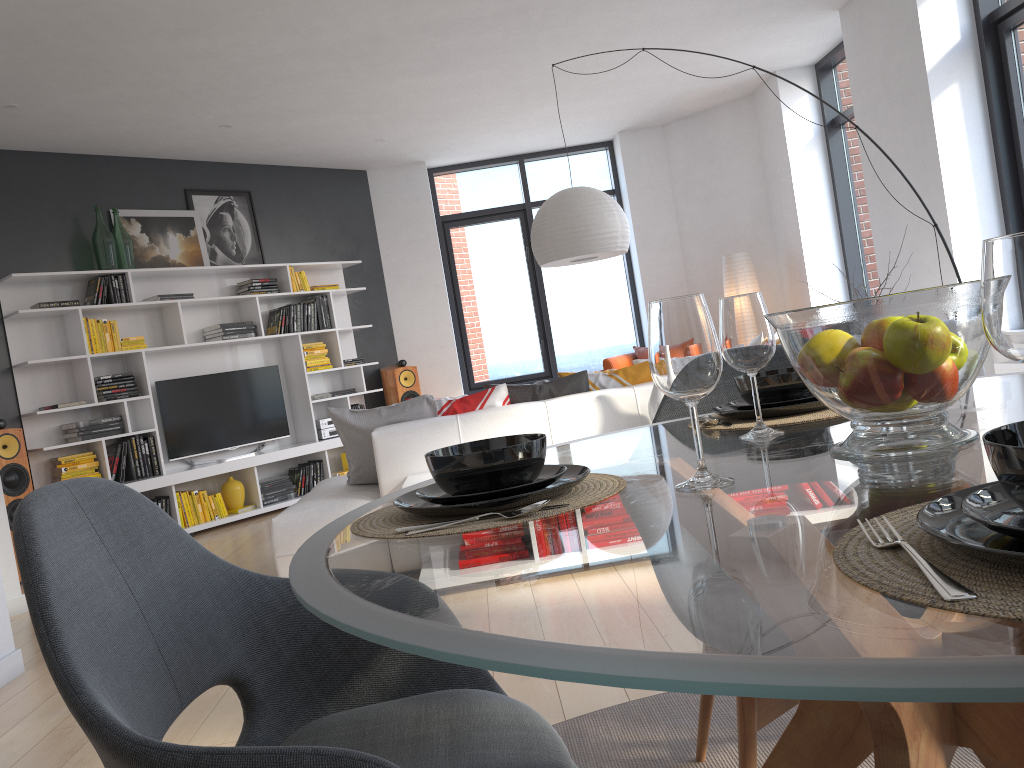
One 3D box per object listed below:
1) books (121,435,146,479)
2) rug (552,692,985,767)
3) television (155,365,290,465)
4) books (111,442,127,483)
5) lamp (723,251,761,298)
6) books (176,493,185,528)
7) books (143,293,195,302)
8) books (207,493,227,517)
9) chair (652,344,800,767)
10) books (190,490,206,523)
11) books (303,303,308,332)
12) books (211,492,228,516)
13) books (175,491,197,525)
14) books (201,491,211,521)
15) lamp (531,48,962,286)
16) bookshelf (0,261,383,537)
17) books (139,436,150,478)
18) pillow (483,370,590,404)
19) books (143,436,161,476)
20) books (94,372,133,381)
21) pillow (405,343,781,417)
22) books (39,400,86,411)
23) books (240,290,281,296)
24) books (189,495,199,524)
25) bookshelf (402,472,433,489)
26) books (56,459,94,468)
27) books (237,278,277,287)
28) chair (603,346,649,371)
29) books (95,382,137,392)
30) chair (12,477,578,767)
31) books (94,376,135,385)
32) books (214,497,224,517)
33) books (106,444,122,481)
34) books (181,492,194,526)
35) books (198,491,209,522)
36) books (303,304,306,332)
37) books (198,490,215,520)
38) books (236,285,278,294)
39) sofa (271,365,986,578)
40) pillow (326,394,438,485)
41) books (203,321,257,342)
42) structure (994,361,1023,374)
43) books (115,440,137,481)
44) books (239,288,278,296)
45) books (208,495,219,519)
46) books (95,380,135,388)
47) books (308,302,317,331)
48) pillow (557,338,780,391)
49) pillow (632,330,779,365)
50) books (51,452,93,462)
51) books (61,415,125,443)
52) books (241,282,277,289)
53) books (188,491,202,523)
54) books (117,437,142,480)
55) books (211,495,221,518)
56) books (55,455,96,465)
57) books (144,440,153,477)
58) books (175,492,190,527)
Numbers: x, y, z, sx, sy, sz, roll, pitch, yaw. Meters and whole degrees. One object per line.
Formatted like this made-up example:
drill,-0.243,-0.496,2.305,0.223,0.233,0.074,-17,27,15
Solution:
books,-2.838,0.550,6.651,0.237,0.326,0.026,-8,2,43
rug,0.599,0.834,1.125,2.499,0.010,2.499,-10,2,-29
television,-2.342,0.257,7.272,0.207,0.704,1.102,-8,2,43
books,-2.914,0.584,6.549,0.210,0.289,0.100,-8,2,42
lamp,2.284,-0.441,7.977,0.502,1.550,0.804,-11,2,-42
books,-2.551,0.956,6.688,0.204,0.270,0.029,-8,2,43
books,-2.699,-0.663,6.964,0.250,0.047,0.310,-8,2,38
books,-2.312,0.948,6.953,0.148,0.193,0.067,-8,3,44
chair,0.568,0.370,1.730,0.655,0.891,0.619,-9,2,4
books,-2.453,0.945,6.828,0.185,0.252,0.055,-8,2,41
books,-1.869,-0.574,7.827,0.192,0.254,0.075,-8,2,42
books,-2.303,0.945,6.976,0.149,0.193,0.046,-8,2,43
books,-2.499,0.947,6.782,0.202,0.267,0.038,-8,2,43
books,-2.415,0.945,6.869,0.171,0.235,0.043,-8,2,41
lamp,1.558,-0.774,4.697,3.199,2.647,0.710,-8,2,34
bookshelf,-2.285,0.074,7.198,0.455,2.052,3.000,-8,2,43
books,-2.817,0.552,6.673,0.239,0.315,0.034,-8,2,43
pillow,0.924,0.032,4.556,2.120,0.436,0.608,-9,2,-7
books,-2.763,0.550,6.723,0.230,0.297,0.051,-8,2,43
books,-2.966,-0.051,6.576,0.246,0.026,0.180,-11,2,-40
pillow,0.606,0.111,4.535,2.250,0.449,0.575,-9,2,-5
books,-3.191,0.157,6.301,0.266,0.030,0.209,-8,2,36
books,-2.156,-0.761,7.570,0.284,0.030,0.214,-11,3,-44
books,-2.471,0.962,6.784,0.156,0.230,0.042,-8,2,41
bookshelf,0.860,0.454,3.889,2.600,0.500,0.356,-9,2,-2
books,-3.136,0.568,6.356,0.238,0.023,0.167,-10,2,-32
books,-2.177,-0.865,7.573,0.209,0.030,0.266,-8,2,36
chair,1.447,0.036,8.231,0.896,0.858,0.843,-8,2,30
books,-2.960,0.028,6.578,0.284,0.030,0.214,-11,2,-39
chair,-0.209,0.515,1.132,0.619,0.891,0.655,-9,2,-1
books,-2.982,-0.020,6.595,0.284,0.030,0.214,-11,2,-39
books,-2.316,0.962,6.924,0.113,0.169,0.049,-8,2,42
books,-2.961,0.595,6.523,0.232,0.284,0.142,-8,2,43
books,-2.520,0.955,6.761,0.198,0.258,0.066,-8,2,43
books,-2.417,0.945,6.838,0.169,0.240,0.043,-8,2,41
books,-1.864,-0.566,7.793,0.172,0.242,0.069,-8,3,43
books,-2.401,0.942,6.898,0.172,0.235,0.056,-8,2,42
books,-2.180,-0.809,7.585,0.284,0.030,0.214,-11,3,-44
sofa,0.519,0.345,5.358,3.424,0.732,2.614,-9,2,-2
pillow,0.491,0.088,4.862,2.953,0.453,0.647,-10,2,-15
books,-2.334,-0.424,7.351,0.277,0.137,0.343,-8,2,38
structure,2.932,0.111,4.697,0.110,0.460,1.015,-9,2,-2
books,-2.872,0.572,6.598,0.213,0.301,0.028,-8,2,43
books,-2.163,-0.786,7.570,0.189,0.020,0.264,-8,2,41
books,-2.358,0.959,6.908,0.138,0.188,0.056,-8,2,43
books,-2.967,0.004,6.579,0.264,0.020,0.189,-11,3,-44
books,-1.804,-0.589,7.899,0.197,0.260,0.066,-8,2,43
pillow,1.100,0.001,5.100,0.630,0.440,2.095,-7,3,45
pillow,1.281,-0.055,5.357,0.580,0.456,2.156,-8,2,24
books,-3.159,0.522,6.367,0.234,0.024,0.171,-11,2,-43
books,-3.057,0.331,6.468,0.277,0.137,0.343,-8,2,43
books,-2.162,-0.840,7.568,0.180,0.026,0.246,-7,3,45
books,-2.462,0.947,6.802,0.180,0.252,0.041,-8,2,43
books,-2.856,0.560,6.624,0.237,0.314,0.034,-8,2,43
books,-2.339,0.956,6.918,0.134,0.187,0.046,-8,2,42
books,-3.132,0.543,6.359,0.234,0.024,0.171,-11,2,-43
books,-2.787,0.567,6.693,0.200,0.272,0.028,-8,2,43
books,-2.541,0.952,6.730,0.213,0.271,0.048,-8,2,43
